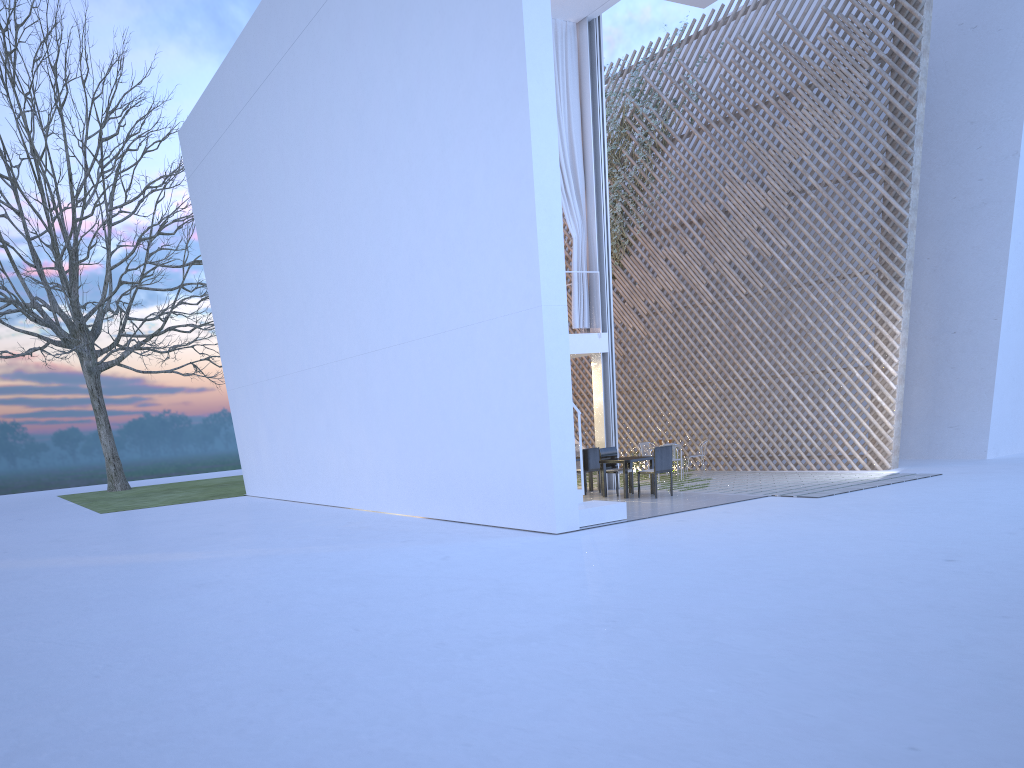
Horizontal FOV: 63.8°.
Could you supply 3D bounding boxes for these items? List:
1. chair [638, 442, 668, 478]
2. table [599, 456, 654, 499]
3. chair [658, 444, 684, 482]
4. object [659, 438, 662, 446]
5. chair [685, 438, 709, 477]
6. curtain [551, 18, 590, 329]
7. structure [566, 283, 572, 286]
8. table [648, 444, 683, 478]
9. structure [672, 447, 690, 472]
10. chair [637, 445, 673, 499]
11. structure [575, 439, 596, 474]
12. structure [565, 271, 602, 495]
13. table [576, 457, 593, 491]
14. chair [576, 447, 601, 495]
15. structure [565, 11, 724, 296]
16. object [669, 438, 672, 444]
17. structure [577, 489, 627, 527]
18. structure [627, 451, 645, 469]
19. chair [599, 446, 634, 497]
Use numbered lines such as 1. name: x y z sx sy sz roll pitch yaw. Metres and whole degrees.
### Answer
1. chair: 1.501 0.815 8.910 0.253 0.409 0.236 -12 15 -31
2. table: 1.029 0.826 7.292 0.347 0.357 0.339 -10 10 -31
3. chair: 1.596 0.786 8.306 0.263 0.409 0.226 -2 13 13
4. object: 1.563 0.611 8.655 0.032 0.083 0.028 -1 16 13
5. chair: 1.933 0.765 8.589 0.250 0.409 0.238 -3 13 8
6. curtain: 0.418 -1.733 7.033 0.491 2.605 0.092 -15 20 -30
7. structure: 0.333 -0.624 8.257 0.026 0.595 1.655 -17 7 -33
8. table: 1.612 0.817 8.629 0.349 0.359 0.322 -2 9 20
9. structure: 1.839 0.840 9.310 0.311 0.348 0.278 4 13 43
10. chair: 1.215 0.751 7.009 0.184 0.472 0.227 -14 17 -31
11. structure: -0.024 0.203 10.449 1.124 2.112 1.908 -16 14 -38
12. structure: 0.640 -0.086 6.680 1.315 1.926 1.383 -12 13 -31
13. table: 0.320 0.909 7.878 0.888 0.354 0.338 -6 8 -30
14. chair: 0.684 0.824 7.766 0.184 0.472 0.227 -14 17 -31
15. structure: 1.325 -2.106 8.978 0.697 2.933 2.296 -19 17 -41
16. object: 1.631 0.599 8.480 0.032 0.083 0.028 -1 16 13
17. structure: 0.043 -0.635 6.994 1.658 3.565 3.531 -14 12 -33
18. structure: 1.479 0.926 9.838 0.260 0.280 0.250 -9 10 -24
19. chair: 0.946 0.789 7.417 0.184 0.472 0.227 -14 17 -31
